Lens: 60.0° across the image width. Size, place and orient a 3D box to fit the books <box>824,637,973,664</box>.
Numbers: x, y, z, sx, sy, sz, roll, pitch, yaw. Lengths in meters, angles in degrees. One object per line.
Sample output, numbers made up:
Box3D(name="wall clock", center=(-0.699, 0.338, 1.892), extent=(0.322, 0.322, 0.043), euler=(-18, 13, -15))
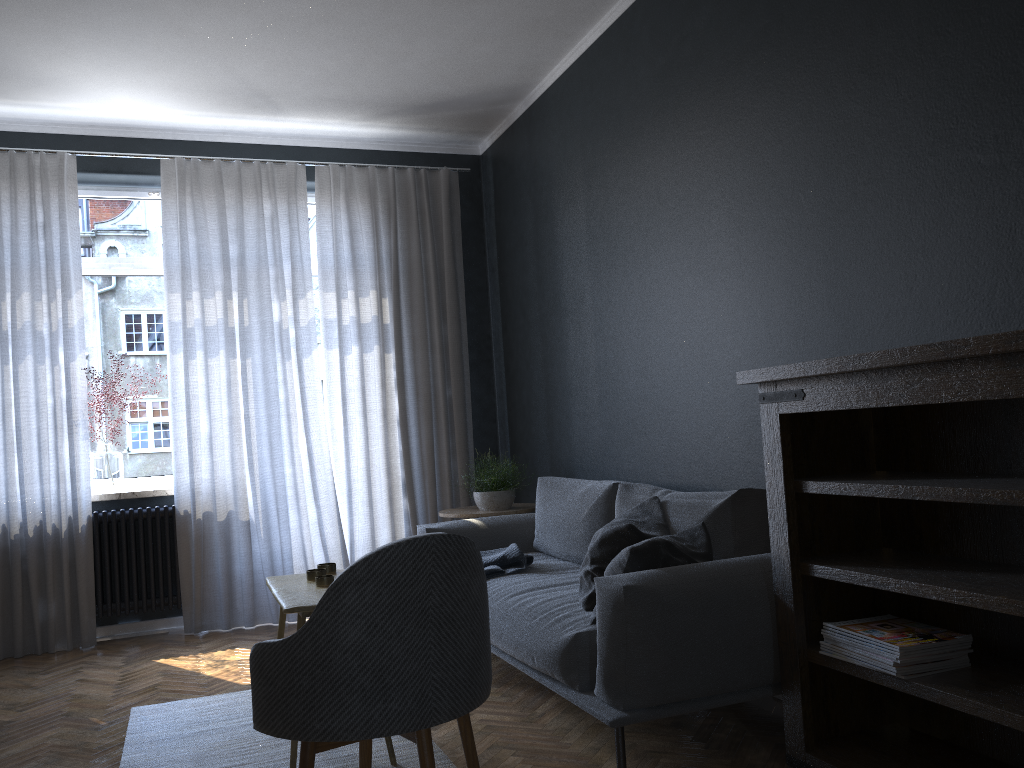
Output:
Box3D(name="books", center=(1.008, 0.684, 2.336), extent=(0.218, 0.006, 0.305), euler=(-3, -3, -16))

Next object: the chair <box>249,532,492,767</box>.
Box3D(name="chair", center=(-0.291, 0.773, 2.250), extent=(0.645, 0.810, 0.495), euler=(-1, -3, -42))

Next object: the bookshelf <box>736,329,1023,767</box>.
Box3D(name="bookshelf", center=(1.246, 0.468, 1.785), extent=(0.451, 1.171, 1.920), euler=(-3, -3, -21))

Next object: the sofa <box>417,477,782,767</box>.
Box3D(name="sofa", center=(0.290, 0.821, 3.683), extent=(0.970, 0.797, 2.342), euler=(-3, -3, -21))

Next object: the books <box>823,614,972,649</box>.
Box3D(name="books", center=(1.006, 0.649, 2.336), extent=(0.218, 0.013, 0.305), euler=(-3, -3, -16))

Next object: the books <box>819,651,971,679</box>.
Box3D(name="books", center=(1.003, 0.724, 2.340), extent=(0.218, 0.008, 0.305), euler=(-3, -3, -21))

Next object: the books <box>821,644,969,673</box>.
Box3D(name="books", center=(1.002, 0.709, 2.341), extent=(0.218, 0.008, 0.305), euler=(-3, -3, -16))

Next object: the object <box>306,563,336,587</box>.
Box3D(name="object", center=(-0.699, 0.697, 3.243), extent=(0.103, 0.033, 0.369), euler=(-3, -3, -10))

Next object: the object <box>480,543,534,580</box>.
Box3D(name="object", center=(-0.196, 0.900, 4.114), extent=(0.490, 0.329, 0.667), euler=(-3, -3, -16))

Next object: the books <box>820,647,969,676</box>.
Box3D(name="books", center=(1.001, 0.717, 2.342), extent=(0.218, 0.007, 0.305), euler=(-3, -3, -16))

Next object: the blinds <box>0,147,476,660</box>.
Box3D(name="blinds", center=(-2.077, 0.054, 5.170), extent=(3.991, 2.787, 0.312), euler=(-3, -2, -21))

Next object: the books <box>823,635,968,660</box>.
Box3D(name="books", center=(1.003, 0.679, 2.339), extent=(0.218, 0.008, 0.288), euler=(-3, -3, -17))

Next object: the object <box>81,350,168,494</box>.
Box3D(name="object", center=(-2.331, 0.227, 5.161), extent=(0.599, 0.809, 0.514), euler=(-6, -3, 44))

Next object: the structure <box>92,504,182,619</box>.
Box3D(name="structure", center=(-2.685, 1.039, 4.949), extent=(1.846, 0.600, 0.216), euler=(-3, -3, -21))

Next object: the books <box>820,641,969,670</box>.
Box3D(name="books", center=(1.000, 0.701, 2.342), extent=(0.218, 0.013, 0.305), euler=(-3, -3, -16))

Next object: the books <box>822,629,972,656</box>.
Box3D(name="books", center=(1.004, 0.665, 2.337), extent=(0.218, 0.008, 0.305), euler=(-3, -3, -17))

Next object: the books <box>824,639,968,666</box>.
Box3D(name="books", center=(1.005, 0.696, 2.344), extent=(0.218, 0.008, 0.288), euler=(-3, -3, -15))

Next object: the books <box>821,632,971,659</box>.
Box3D(name="books", center=(1.002, 0.672, 2.336), extent=(0.218, 0.008, 0.305), euler=(-3, -3, -17))

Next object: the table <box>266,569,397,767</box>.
Box3D(name="table", center=(-0.659, 0.977, 3.096), extent=(0.339, 0.549, 0.788), euler=(-3, -3, -21))

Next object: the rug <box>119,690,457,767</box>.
Box3D(name="rug", center=(-0.755, 1.246, 2.899), extent=(1.003, 0.013, 2.013), euler=(-3, -3, -21))

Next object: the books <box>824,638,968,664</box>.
Box3D(name="books", center=(1.006, 0.690, 2.344), extent=(0.218, 0.008, 0.288), euler=(-3, -3, -15))

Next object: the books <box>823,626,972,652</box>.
Box3D(name="books", center=(1.007, 0.657, 2.338), extent=(0.218, 0.008, 0.305), euler=(-3, -3, -16))

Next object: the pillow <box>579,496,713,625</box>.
Box3D(name="pillow", center=(0.445, 0.599, 3.089), extent=(0.442, 0.361, 0.798), euler=(-4, -3, -3))
